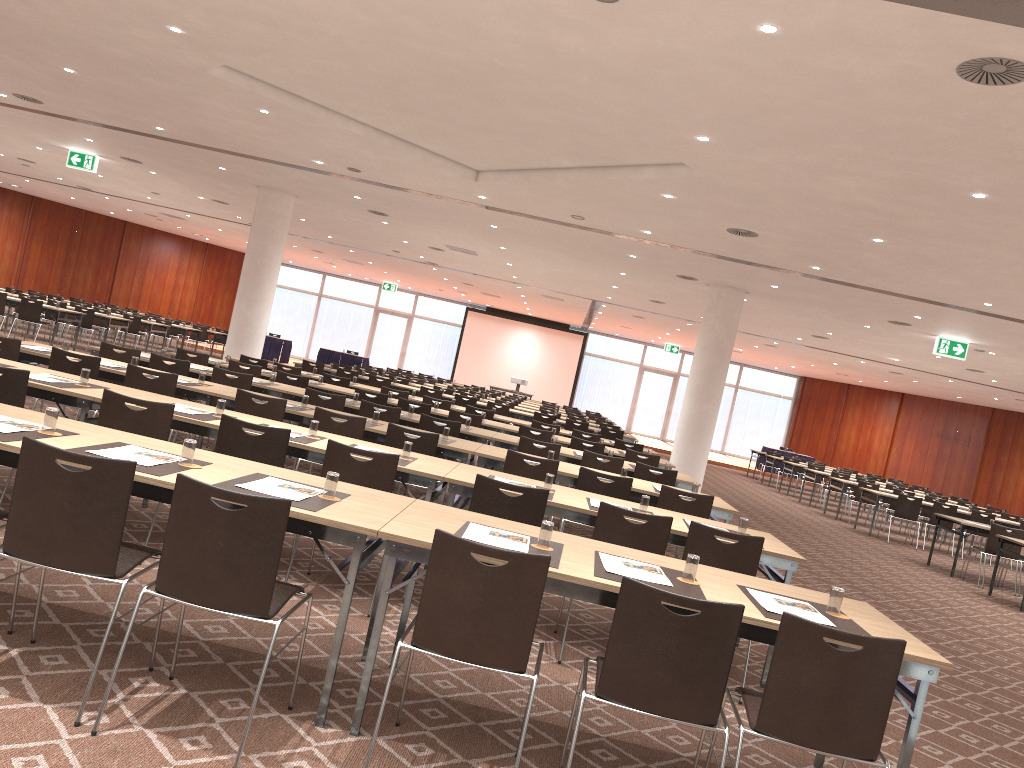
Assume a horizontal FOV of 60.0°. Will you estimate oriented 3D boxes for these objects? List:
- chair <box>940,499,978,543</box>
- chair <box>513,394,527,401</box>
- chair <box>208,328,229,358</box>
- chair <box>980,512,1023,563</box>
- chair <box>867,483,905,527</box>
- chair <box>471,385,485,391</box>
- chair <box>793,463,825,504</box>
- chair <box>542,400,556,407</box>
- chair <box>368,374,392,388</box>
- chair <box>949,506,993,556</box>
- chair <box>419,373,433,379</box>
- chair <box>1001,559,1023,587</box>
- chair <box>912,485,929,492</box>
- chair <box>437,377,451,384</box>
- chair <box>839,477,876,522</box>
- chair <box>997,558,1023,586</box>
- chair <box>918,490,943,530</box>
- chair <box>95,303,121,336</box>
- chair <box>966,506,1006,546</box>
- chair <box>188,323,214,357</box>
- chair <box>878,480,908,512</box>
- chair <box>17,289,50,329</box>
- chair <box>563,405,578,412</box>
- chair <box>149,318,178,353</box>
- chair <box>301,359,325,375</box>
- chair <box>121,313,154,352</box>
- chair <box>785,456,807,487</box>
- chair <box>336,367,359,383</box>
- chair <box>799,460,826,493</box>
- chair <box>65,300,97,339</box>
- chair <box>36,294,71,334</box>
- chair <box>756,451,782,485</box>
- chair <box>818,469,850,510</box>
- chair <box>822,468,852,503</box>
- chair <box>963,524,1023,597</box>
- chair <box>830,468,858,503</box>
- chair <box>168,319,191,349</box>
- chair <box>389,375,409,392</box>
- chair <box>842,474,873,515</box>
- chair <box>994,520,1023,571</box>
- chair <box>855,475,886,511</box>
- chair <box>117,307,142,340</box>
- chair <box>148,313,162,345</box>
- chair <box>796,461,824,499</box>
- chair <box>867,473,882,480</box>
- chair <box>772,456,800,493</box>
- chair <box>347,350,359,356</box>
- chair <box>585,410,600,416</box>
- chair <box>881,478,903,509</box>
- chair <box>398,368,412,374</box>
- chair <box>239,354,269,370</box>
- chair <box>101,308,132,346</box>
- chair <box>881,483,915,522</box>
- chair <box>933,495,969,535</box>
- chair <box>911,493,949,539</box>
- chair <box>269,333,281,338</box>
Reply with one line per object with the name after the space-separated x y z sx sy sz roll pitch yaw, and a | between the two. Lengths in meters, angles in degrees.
10.255 3.125 20.279 0.535 0.940 0.613 13 1 5 | chair
0.159 0.798 26.909 0.535 0.940 0.614 13 1 5 | chair
-8.910 -1.219 27.234 0.535 0.940 0.613 13 1 3 | chair
10.211 3.139 18.420 0.535 0.940 0.613 13 1 4 | chair
8.636 2.764 20.360 0.535 0.940 0.613 13 1 1 | chair
-1.100 0.518 26.929 0.535 0.940 0.613 13 1 4 | chair
7.598 2.505 22.554 0.535 0.940 0.613 13 1 2 | chair
1.024 0.991 26.790 0.535 0.940 0.613 13 1 2 | chair
-2.574 0.320 16.956 0.535 0.940 0.613 13 1 3 | chair
9.526 2.988 18.313 0.535 0.940 0.613 13 1 2 | chair
-2.698 0.162 27.051 0.535 0.940 0.613 13 1 4 | chair
7.689 2.650 12.979 0.535 0.940 0.613 13 1 0 | chair
11.068 3.252 24.384 0.535 0.940 0.614 13 1 5 | chair
-2.138 0.287 26.946 0.535 0.940 0.613 13 1 1 | chair
8.015 2.625 20.472 0.535 0.940 0.613 13 1 0 | chair
7.624 2.635 12.982 0.535 0.940 0.613 13 1 1 | chair
10.455 3.142 22.353 0.535 0.940 0.613 13 1 1 | chair
-12.432 -2.003 27.409 0.535 0.940 0.613 13 1 1 | chair
10.955 3.279 20.385 0.535 0.940 0.613 13 1 1 | chair
-9.538 -1.360 27.347 0.535 0.940 0.614 13 1 5 | chair
10.469 3.120 24.273 0.535 0.940 0.613 13 1 3 | chair
-12.630 -1.997 23.554 0.535 0.940 0.613 13 1 0 | chair
1.665 1.133 26.835 0.535 0.940 0.613 13 1 2 | chair
-9.129 -1.216 23.241 0.535 0.940 0.614 13 1 5 | chair
-3.859 0.034 17.054 0.535 0.940 0.613 13 1 5 | chair
-9.796 -1.366 23.355 0.535 0.940 0.614 13 1 5 | chair
8.438 2.641 26.458 0.535 0.940 0.613 13 1 1 | chair
-3.207 0.178 17.064 0.535 0.940 0.613 13 1 3 | chair
9.013 2.768 26.488 0.535 0.940 0.614 13 1 5 | chair
-11.316 -1.704 23.430 0.535 0.940 0.613 13 1 0 | chair
-12.016 -1.859 23.383 0.535 0.940 0.614 13 1 5 | chair
7.685 2.475 26.413 0.535 0.940 0.614 13 1 5 | chair
8.168 2.634 22.385 0.535 0.940 0.613 13 1 4 | chair
8.967 2.786 24.348 0.535 0.940 0.613 13 1 1 | chair
7.087 2.517 12.935 0.535 0.940 0.613 13 1 2 | chair
9.900 2.967 26.304 0.535 0.940 0.613 13 1 0 | chair
-10.135 -1.492 27.295 0.535 0.940 0.613 13 1 1 | chair
-2.475 0.315 19.030 0.535 0.940 0.613 13 1 4 | chair
8.753 2.763 22.437 0.535 0.940 0.613 13 1 0 | chair
9.474 3.001 16.454 0.535 0.940 0.613 13 1 3 | chair
9.915 2.996 24.382 0.535 0.940 0.613 13 1 1 | chair
-11.781 -1.860 27.458 0.535 0.940 0.613 13 1 2 | chair
-11.079 -1.704 27.482 0.535 0.940 0.613 13 1 1 | chair
8.267 2.628 24.523 0.535 0.940 0.613 13 1 4 | chair
10.605 3.123 26.350 0.535 0.940 0.613 13 1 0 | chair
7.599 2.480 24.497 0.535 0.940 0.614 13 1 5 | chair
-5.808 -0.718 31.591 0.535 0.940 0.614 13 1 6 | chair
2.344 1.285 26.724 0.535 0.940 0.614 13 1 5 | chair
11.193 3.255 26.240 0.535 0.940 0.613 13 1 2 | chair
-3.329 0.022 27.040 0.535 0.940 0.614 13 1 5 | chair
-3.977 0.053 13.556 0.535 0.940 0.613 13 1 2 | chair
-10.400 -1.501 23.444 0.535 0.940 0.613 13 1 3 | chair
9.818 2.999 22.444 0.535 0.940 0.613 13 1 4 | chair
11.058 3.277 22.242 0.535 0.940 0.613 13 1 4 | chair
9.651 2.989 20.391 0.535 0.940 0.614 13 1 5 | chair
-8.635 -1.348 31.730 0.535 0.940 0.614 13 1 5 | chair
